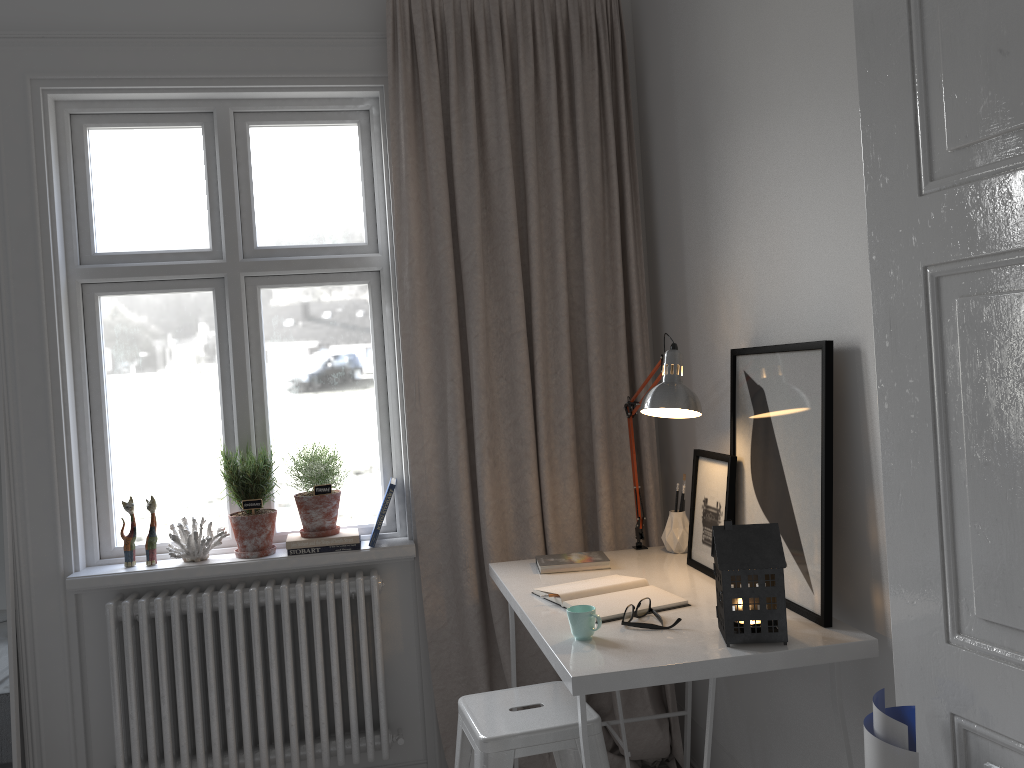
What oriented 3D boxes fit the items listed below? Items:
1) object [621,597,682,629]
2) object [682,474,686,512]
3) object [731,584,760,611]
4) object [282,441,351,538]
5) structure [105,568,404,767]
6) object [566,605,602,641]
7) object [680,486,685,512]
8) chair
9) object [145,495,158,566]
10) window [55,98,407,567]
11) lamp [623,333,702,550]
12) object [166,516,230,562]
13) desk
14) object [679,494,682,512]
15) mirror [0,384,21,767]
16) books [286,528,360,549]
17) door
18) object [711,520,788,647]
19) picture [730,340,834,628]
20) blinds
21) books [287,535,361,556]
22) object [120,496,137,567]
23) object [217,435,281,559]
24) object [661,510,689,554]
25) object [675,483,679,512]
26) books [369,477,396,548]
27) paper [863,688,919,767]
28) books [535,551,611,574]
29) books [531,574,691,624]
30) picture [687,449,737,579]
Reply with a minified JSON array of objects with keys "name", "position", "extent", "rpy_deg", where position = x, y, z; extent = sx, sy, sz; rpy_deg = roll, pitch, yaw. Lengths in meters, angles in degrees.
[{"name":"object","position":[0.299,0.522,2.004],"extent":[0.114,0.047,0.133],"rpy_deg":[-4,1,-22]},{"name":"object","position":[0.532,0.399,2.756],"extent":[0.028,0.239,0.023],"rpy_deg":[-4,0,-13]},{"name":"object","position":[0.525,0.493,1.984],"extent":[0.078,0.073,0.065],"rpy_deg":[-4,1,-14]},{"name":"object","position":[-0.640,0.344,2.950],"extent":[0.220,0.318,0.210],"rpy_deg":[-3,1,28]},{"name":"structure","position":[-0.841,0.946,2.898],"extent":[0.935,0.600,0.216],"rpy_deg":[-4,0,-10]},{"name":"object","position":[0.155,0.522,1.926],"extent":[0.064,0.065,0.082],"rpy_deg":[-4,1,-11]},{"name":"object","position":[0.525,0.416,2.746],"extent":[0.008,0.207,0.054],"rpy_deg":[-4,0,-27]},{"name":"chair","position":[0.054,1.069,2.217],"extent":[0.409,0.527,0.407],"rpy_deg":[-4,1,-15]},{"name":"object","position":[-1.159,0.469,2.861],"extent":[0.045,0.224,0.052],"rpy_deg":[-3,1,31]},{"name":"window","position":[-0.931,-0.190,3.022],"extent":[1.047,1.536,0.079],"rpy_deg":[-4,0,-10]},{"name":"lamp","position":[0.391,0.231,2.602],"extent":[0.164,0.745,0.568],"rpy_deg":[-4,1,-14]},{"name":"object","position":[-1.027,0.506,2.876],"extent":[0.212,0.149,0.186],"rpy_deg":[-4,1,-1]},{"name":"desk","position":[0.361,0.926,2.282],"extent":[0.641,0.776,1.163],"rpy_deg":[-4,1,-10]},{"name":"object","position":[0.524,0.416,2.770],"extent":[0.054,0.207,0.008],"rpy_deg":[-4,0,-23]},{"name":"mirror","position":[-1.872,0.679,2.684],"extent":[0.669,1.554,0.145],"rpy_deg":[-4,0,-10]},{"name":"books","position":[-0.629,0.515,2.955],"extent":[0.246,0.025,0.157],"rpy_deg":[-4,1,-7]},{"name":"door","position":[0.760,0.111,1.234],"extent":[0.034,2.326,0.678],"rpy_deg":[-4,0,-19]},{"name":"object","position":[0.496,0.409,1.860],"extent":[0.135,0.248,0.135],"rpy_deg":[-4,0,6]},{"name":"picture","position":[0.636,0.214,2.139],"extent":[0.062,0.614,0.493],"rpy_deg":[-4,1,-10]},{"name":"blinds","position":[0.069,-0.017,2.920],"extent":[0.831,2.680,0.225],"rpy_deg":[-4,0,-10]},{"name":"books","position":[-0.624,0.538,2.961],"extent":[0.245,0.022,0.156],"rpy_deg":[-4,1,-6]},{"name":"object","position":[-1.239,0.474,2.867],"extent":[0.045,0.224,0.052],"rpy_deg":[-4,1,-34]},{"name":"object","position":[-0.862,0.359,2.913],"extent":[0.183,0.410,0.199],"rpy_deg":[-3,1,41]},{"name":"object","position":[0.518,0.458,2.758],"extent":[0.101,0.126,0.101],"rpy_deg":[-4,1,-10]},{"name":"object","position":[0.512,0.417,2.772],"extent":[0.054,0.207,0.008],"rpy_deg":[-4,1,-45]},{"name":"books","position":[-0.435,0.429,2.990],"extent":[0.101,0.211,0.175],"rpy_deg":[-4,1,-6]},{"name":"paper","position":[0.579,0.912,1.295],"extent":[0.181,0.793,0.431],"rpy_deg":[-3,1,33]},{"name":"books","position":[0.180,0.532,2.651],"extent":[0.207,0.024,0.149],"rpy_deg":[-4,1,-3]},{"name":"books","position":[0.226,0.532,2.241],"extent":[0.291,0.029,0.358],"rpy_deg":[-4,1,-24]},{"name":"picture","position":[0.550,0.357,2.453],"extent":[0.062,0.333,0.261],"rpy_deg":[-4,1,-10]}]
